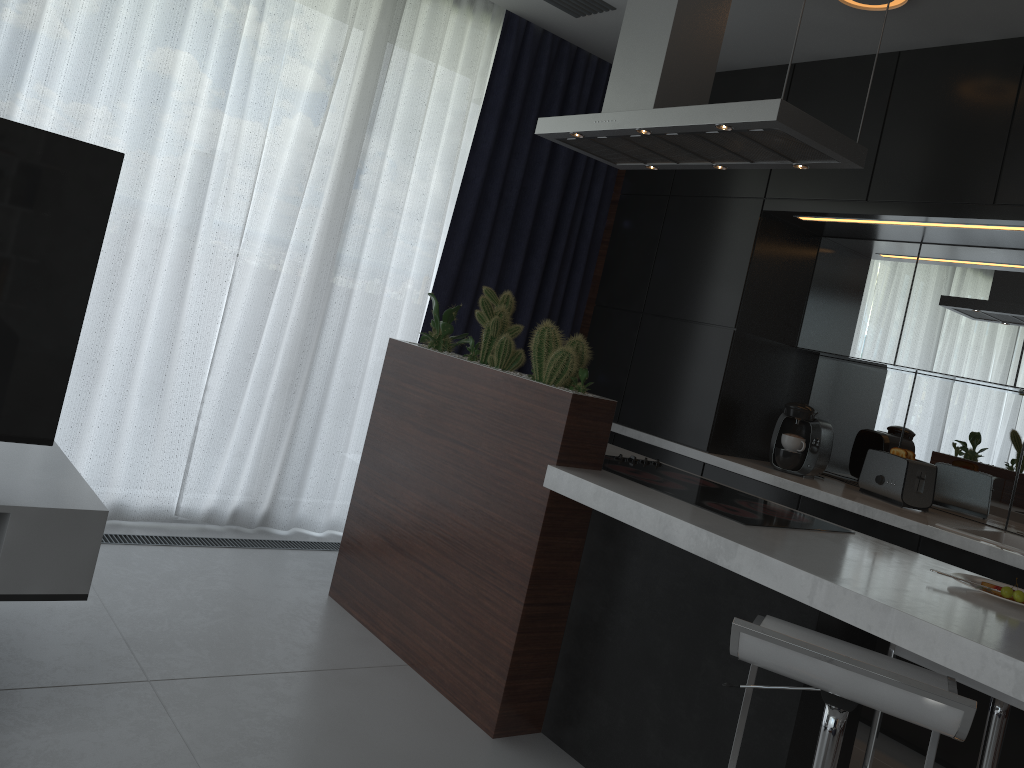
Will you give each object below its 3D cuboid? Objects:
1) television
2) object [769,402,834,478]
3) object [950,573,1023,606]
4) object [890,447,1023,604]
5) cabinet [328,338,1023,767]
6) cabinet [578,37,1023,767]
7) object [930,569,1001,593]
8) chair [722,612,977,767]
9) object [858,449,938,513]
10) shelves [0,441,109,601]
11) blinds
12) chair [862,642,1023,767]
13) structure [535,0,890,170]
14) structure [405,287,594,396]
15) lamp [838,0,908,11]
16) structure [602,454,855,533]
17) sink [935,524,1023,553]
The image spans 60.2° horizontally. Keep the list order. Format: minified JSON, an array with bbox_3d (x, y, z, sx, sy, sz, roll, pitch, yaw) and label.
[{"bbox_3d":[-1.485,-0.249,1.707,1.218,0.787,0.300,12,0,-38],"label":"television"},{"bbox_3d":[1.279,0.243,3.901,0.217,0.312,0.267,13,1,37],"label":"object"},{"bbox_3d":[1.110,0.475,1.979,0.240,0.019,0.237,15,4,24],"label":"object"},{"bbox_3d":[1.355,0.373,2.785,0.141,0.221,1.869,13,3,16],"label":"object"},{"bbox_3d":[0.884,-0.111,2.169,0.778,2.553,3.369,14,1,-38],"label":"cabinet"},{"bbox_3d":[1.711,0.000,3.484,0.698,2.555,3.514,14,1,-38],"label":"cabinet"},{"bbox_3d":[1.064,0.455,1.967,0.250,0.008,0.026,15,3,21],"label":"object"},{"bbox_3d":[0.536,0.787,1.607,0.399,0.710,0.460,13,0,24],"label":"chair"},{"bbox_3d":[1.577,0.390,3.624,0.175,0.195,0.262,13,2,-18],"label":"object"},{"bbox_3d":[-2.109,0.274,1.572,2.327,0.499,0.882,11,3,-38],"label":"shelves"},{"bbox_3d":[0.047,-0.300,0.235,5.745,2.774,7.208,11,3,-34],"label":"blinds"},{"bbox_3d":[1.106,0.879,2.018,0.459,0.741,0.400,13,0,-43],"label":"chair"},{"bbox_3d":[0.649,-1.138,2.916,0.442,0.760,1.055,13,1,-38],"label":"structure"},{"bbox_3d":[-0.051,-0.179,2.889,0.220,0.286,1.011,13,3,-36],"label":"structure"},{"bbox_3d":[2.519,-1.004,2.213,5.400,0.084,9.497,16,4,38],"label":"lamp"},{"bbox_3d":[0.532,0.318,2.608,0.499,0.057,0.772,11,4,-38],"label":"structure"},{"bbox_3d":[1.972,0.586,2.984,0.498,0.493,0.862,12,2,-38],"label":"sink"}]
